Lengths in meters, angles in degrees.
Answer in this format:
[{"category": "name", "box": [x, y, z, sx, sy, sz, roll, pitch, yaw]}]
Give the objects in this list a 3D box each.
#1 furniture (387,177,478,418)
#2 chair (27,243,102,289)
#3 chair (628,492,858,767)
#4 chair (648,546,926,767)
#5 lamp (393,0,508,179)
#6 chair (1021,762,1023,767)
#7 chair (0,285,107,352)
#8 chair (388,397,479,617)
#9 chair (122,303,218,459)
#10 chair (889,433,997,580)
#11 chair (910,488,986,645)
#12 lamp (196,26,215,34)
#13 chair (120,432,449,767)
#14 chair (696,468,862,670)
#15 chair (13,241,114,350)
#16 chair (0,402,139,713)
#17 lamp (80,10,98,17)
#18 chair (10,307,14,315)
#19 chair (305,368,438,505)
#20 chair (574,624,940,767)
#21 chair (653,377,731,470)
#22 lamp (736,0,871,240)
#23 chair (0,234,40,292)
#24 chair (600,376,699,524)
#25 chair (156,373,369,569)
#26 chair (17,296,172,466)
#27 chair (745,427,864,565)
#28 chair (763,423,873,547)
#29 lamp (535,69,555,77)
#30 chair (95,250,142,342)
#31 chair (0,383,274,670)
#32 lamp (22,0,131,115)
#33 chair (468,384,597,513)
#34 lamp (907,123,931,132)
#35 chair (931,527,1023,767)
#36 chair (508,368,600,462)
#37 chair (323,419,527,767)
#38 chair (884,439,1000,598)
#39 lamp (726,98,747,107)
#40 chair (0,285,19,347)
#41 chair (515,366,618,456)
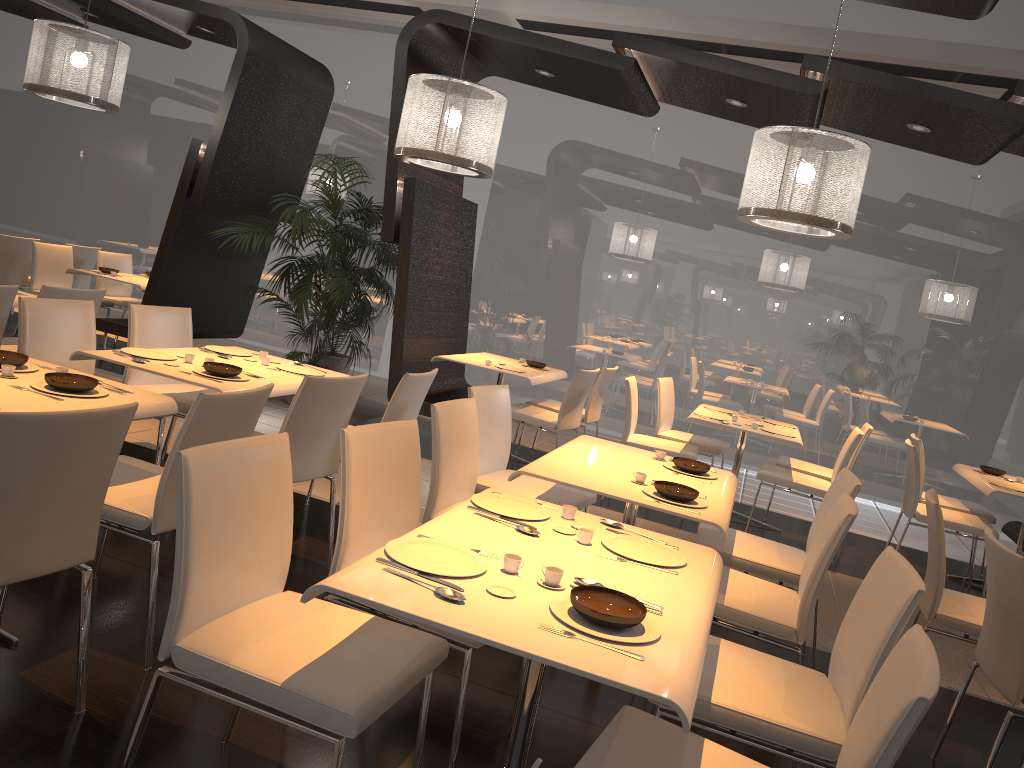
[{"category": "furniture", "box": [-0.404, -0.660, 7.057, 0.760, 1.669, 1.402, 13, 4, 15]}, {"category": "chair", "box": [-4.440, -0.964, 8.584, 0.608, 0.871, 0.483, 13, 4, 18]}, {"category": "chair", "box": [0.842, 0.777, 3.198, 0.608, 0.866, 0.483, 13, 4, 18]}, {"category": "chair", "box": [0.690, 0.843, 2.405, 0.607, 0.871, 0.484, 13, 4, 13]}, {"category": "lamp", "box": [-0.237, -2.296, 5.487, 0.633, 1.924, 0.623, 14, 4, 44]}, {"category": "chair", "box": [1.527, 1.044, 2.153, 0.609, 0.866, 0.483, 13, 4, 23]}, {"category": "chair", "box": [-2.715, -0.168, 4.930, 0.608, 0.866, 0.483, 13, 4, 18]}, {"category": "chair", "box": [-0.071, 0.555, 3.486, 0.608, 0.871, 0.483, 13, 4, 18]}, {"category": "chair", "box": [-1.739, 0.064, 4.676, 0.609, 0.866, 0.483, 13, 4, 23]}, {"category": "chair", "box": [3.099, 0.863, 6.351, 0.608, 0.866, 0.483, 13, 4, 18]}, {"category": "chair", "box": [1.913, 0.953, 3.593, 0.609, 0.871, 0.483, 13, 4, 23]}, {"category": "lamp", "box": [-2.693, -3.133, 7.782, 0.161, 0.055, 0.162, 13, 6, 10]}, {"category": "chair", "box": [-0.518, 0.628, 2.117, 0.608, 0.871, 0.483, 13, 4, 18]}, {"category": "chair", "box": [1.103, 0.753, 3.843, 0.607, 0.866, 0.484, 13, 4, 13]}, {"category": "chair", "box": [-3.914, -0.760, 7.775, 0.608, 0.866, 0.483, 13, 4, 18]}, {"category": "chair", "box": [-1.423, 0.415, 2.311, 0.609, 0.866, 0.483, 13, 4, 23]}, {"category": "lamp", "box": [-3.890, -3.424, 8.138, 0.161, 0.055, 0.162, 13, 6, 10]}, {"category": "chair", "box": [-5.357, -1.193, 8.891, 0.609, 0.866, 0.483, 13, 4, 23]}, {"category": "chair", "box": [-0.777, 0.297, 4.398, 0.607, 0.866, 0.484, 13, 4, 13]}, {"category": "chair", "box": [0.428, 0.867, 1.761, 0.609, 0.871, 0.483, 13, 4, 23]}, {"category": "chair", "box": [1.361, 0.438, 6.893, 0.609, 0.866, 0.483, 13, 4, 23]}, {"category": "lamp", "box": [1.761, -1.810, 4.892, 0.633, 1.924, 0.623, 14, 4, 44]}, {"category": "chair", "box": [-4.737, -0.956, 8.010, 0.608, 0.871, 0.483, 13, 4, 18]}, {"category": "chair", "box": [1.017, 0.443, 6.283, 0.607, 0.871, 0.484, 13, 4, 13]}, {"category": "chair", "box": [-1.038, 0.323, 3.754, 0.609, 0.871, 0.483, 13, 4, 23]}, {"category": "chair", "box": [-1.985, 0.082, 4.110, 0.608, 0.866, 0.483, 13, 4, 18]}, {"category": "chair", "box": [1.982, 0.673, 6.012, 0.608, 0.866, 0.483, 13, 4, 18]}, {"category": "chair", "box": [2.277, 0.667, 6.586, 0.608, 0.871, 0.483, 13, 4, 18]}, {"category": "lamp", "box": [0.259, -2.445, 6.904, 0.161, 0.054, 0.160, 14, 7, 21]}, {"category": "chair", "box": [-3.618, -0.768, 8.349, 0.608, 0.866, 0.483, 13, 4, 18]}, {"category": "chair", "box": [-1.235, 0.376, 2.977, 0.607, 0.871, 0.484, 13, 4, 13]}, {"category": "lamp", "box": [-2.965, -2.958, 6.298, 0.625, 1.924, 0.631, 11, 3, -12]}, {"category": "chair", "box": [0.043, 0.495, 4.166, 0.609, 0.866, 0.483, 13, 4, 23]}, {"category": "lamp", "box": [2.828, -1.793, 6.140, 0.161, 0.055, 0.162, 13, 6, 10]}, {"category": "chair", "box": [1.825, 1.015, 2.929, 0.607, 0.871, 0.484, 13, 4, 13]}, {"category": "chair", "box": [0.236, 0.251, 6.511, 0.609, 0.866, 0.483, 13, 4, 23]}, {"category": "chair", "box": [-0.257, 0.613, 2.685, 0.609, 0.871, 0.483, 13, 4, 23]}, {"category": "chair", "box": [2.803, 0.873, 5.777, 0.608, 0.871, 0.483, 13, 4, 18]}, {"category": "lamp", "box": [1.650, -2.079, 6.490, 0.161, 0.055, 0.162, 13, 6, 10]}, {"category": "chair", "box": [-2.862, -0.125, 4.319, 0.609, 0.866, 0.483, 13, 4, 23]}, {"category": "chair", "box": [0.455, 0.227, 7.109, 0.608, 0.871, 0.483, 13, 4, 18]}]
